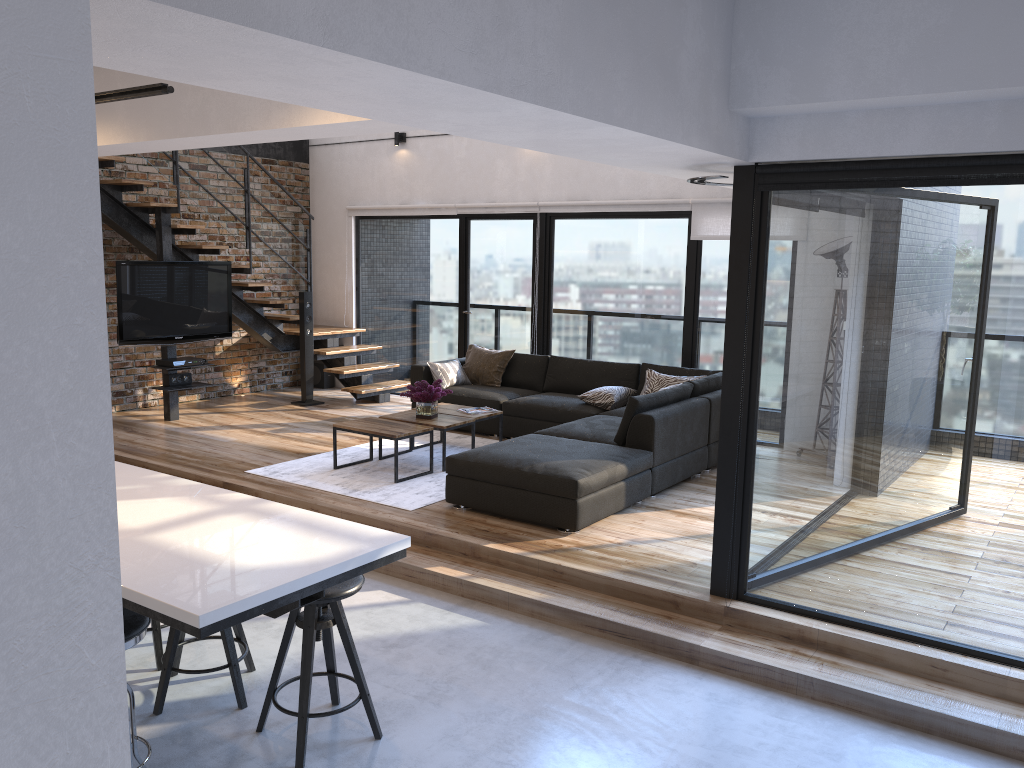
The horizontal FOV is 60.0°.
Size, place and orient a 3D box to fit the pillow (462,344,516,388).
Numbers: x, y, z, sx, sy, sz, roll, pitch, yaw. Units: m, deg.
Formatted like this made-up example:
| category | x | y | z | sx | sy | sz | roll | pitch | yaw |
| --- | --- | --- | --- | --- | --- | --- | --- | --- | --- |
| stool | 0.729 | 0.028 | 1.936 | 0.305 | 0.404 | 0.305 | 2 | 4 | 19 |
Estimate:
| category | x | y | z | sx | sy | sz | roll | pitch | yaw |
| --- | --- | --- | --- | --- | --- | --- | --- | --- | --- |
| pillow | -0.277 | -0.181 | 8.712 | 0.609 | 0.383 | 0.264 | 7 | 11 | 34 |

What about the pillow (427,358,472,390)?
| category | x | y | z | sx | sy | sz | roll | pitch | yaw |
| --- | --- | --- | --- | --- | --- | --- | --- | --- | --- |
| pillow | -0.595 | -0.094 | 8.533 | 0.212 | 0.266 | 0.498 | 7 | 11 | 35 |

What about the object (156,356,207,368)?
| category | x | y | z | sx | sy | sz | roll | pitch | yaw |
| --- | --- | --- | --- | --- | --- | --- | --- | --- | --- |
| object | -3.105 | -0.205 | 8.339 | 0.274 | 0.058 | 0.359 | 7 | 10 | 34 |

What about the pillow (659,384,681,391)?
| category | x | y | z | sx | sy | sz | roll | pitch | yaw |
| --- | --- | --- | --- | --- | --- | --- | --- | --- | --- |
| pillow | 1.208 | 0.146 | 6.991 | 0.273 | 0.310 | 0.546 | 7 | 10 | 34 |

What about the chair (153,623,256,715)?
| category | x | y | z | sx | sy | sz | roll | pitch | yaw |
| --- | --- | --- | --- | --- | --- | --- | --- | --- | --- |
| chair | -1.277 | 0.978 | 3.678 | 0.365 | 0.632 | 0.364 | -1 | 9 | -10 |

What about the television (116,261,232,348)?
| category | x | y | z | sx | sy | sz | roll | pitch | yaw |
| --- | --- | --- | --- | --- | --- | --- | --- | --- | --- |
| television | -3.145 | -0.752 | 8.272 | 0.136 | 0.785 | 1.205 | 7 | 11 | 34 |

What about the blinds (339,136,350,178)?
| category | x | y | z | sx | sy | sz | roll | pitch | yaw |
| --- | --- | --- | --- | --- | --- | --- | --- | --- | --- |
| blinds | -2.221 | -3.722 | 9.089 | 10.201 | 2.983 | 1.991 | 3 | 9 | 13 |

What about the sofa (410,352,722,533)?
| category | x | y | z | sx | sy | sz | roll | pitch | yaw |
| --- | --- | --- | --- | --- | --- | --- | --- | --- | --- |
| sofa | -0.010 | 0.244 | 7.212 | 3.041 | 0.702 | 2.994 | 7 | 10 | 34 |

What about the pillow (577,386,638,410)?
| category | x | y | z | sx | sy | sz | roll | pitch | yaw |
| --- | --- | --- | --- | --- | --- | --- | --- | --- | --- |
| pillow | 0.838 | 0.111 | 7.712 | 0.355 | 0.178 | 0.530 | 6 | 10 | 32 |

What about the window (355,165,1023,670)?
| category | x | y | z | sx | sy | sz | roll | pitch | yaw |
| --- | --- | --- | --- | --- | --- | --- | --- | --- | --- |
| window | -0.838 | -2.071 | 7.473 | 13.385 | 5.580 | 5.655 | 7 | 10 | 34 |

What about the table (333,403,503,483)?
| category | x | y | z | sx | sy | sz | roll | pitch | yaw |
| --- | --- | --- | --- | --- | --- | --- | --- | --- | --- |
| table | -0.697 | 0.438 | 6.989 | 0.696 | 0.351 | 1.296 | 7 | 10 | 34 |

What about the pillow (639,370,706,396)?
| category | x | y | z | sx | sy | sz | roll | pitch | yaw |
| --- | --- | --- | --- | --- | --- | --- | --- | --- | --- |
| pillow | 1.355 | 0.058 | 7.566 | 0.611 | 0.294 | 0.234 | 7 | 11 | 35 |

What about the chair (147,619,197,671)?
| category | x | y | z | sx | sy | sz | roll | pitch | yaw |
| --- | --- | --- | --- | --- | --- | --- | --- | --- | --- |
| chair | -1.677 | 0.917 | 4.048 | 0.366 | 0.632 | 0.366 | 3 | 9 | 9 |

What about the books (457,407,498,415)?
| category | x | y | z | sx | sy | sz | roll | pitch | yaw |
| --- | --- | --- | --- | --- | --- | --- | --- | --- | --- |
| books | -0.283 | 0.218 | 7.289 | 0.295 | 0.013 | 0.228 | -5 | 10 | -34 |

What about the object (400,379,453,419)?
| category | x | y | z | sx | sy | sz | roll | pitch | yaw |
| --- | --- | --- | --- | --- | --- | --- | --- | --- | --- |
| object | -0.663 | 0.095 | 6.940 | 0.341 | 0.343 | 0.374 | 7 | 11 | 36 |

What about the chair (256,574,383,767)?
| category | x | y | z | sx | sy | sz | roll | pitch | yaw |
| --- | --- | --- | --- | --- | --- | --- | --- | --- | --- |
| chair | -0.737 | 1.034 | 3.364 | 0.366 | 0.632 | 0.366 | -6 | 12 | -40 |

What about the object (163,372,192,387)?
| category | x | y | z | sx | sy | sz | roll | pitch | yaw |
| --- | --- | --- | --- | --- | --- | --- | --- | --- | --- |
| object | -3.170 | -0.044 | 8.415 | 0.088 | 0.112 | 0.246 | 7 | 10 | 34 |

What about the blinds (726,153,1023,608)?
| category | x | y | z | sx | sy | sz | roll | pitch | yaw |
| --- | --- | --- | --- | --- | --- | --- | --- | --- | --- |
| blinds | 1.890 | 0.020 | 4.326 | 1.828 | 2.057 | 3.852 | -1 | 9 | -11 |

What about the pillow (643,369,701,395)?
| category | x | y | z | sx | sy | sz | roll | pitch | yaw |
| --- | --- | --- | --- | --- | --- | --- | --- | --- | --- |
| pillow | 1.319 | 0.058 | 7.399 | 0.531 | 0.315 | 0.250 | 8 | 11 | 38 |

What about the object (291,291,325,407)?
| category | x | y | z | sx | sy | sz | roll | pitch | yaw |
| --- | --- | --- | --- | --- | --- | --- | --- | --- | --- |
| object | -2.192 | -0.380 | 9.472 | 0.270 | 1.209 | 0.270 | 9 | 12 | 39 |

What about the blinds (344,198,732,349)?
| category | x | y | z | sx | sy | sz | roll | pitch | yaw |
| --- | --- | --- | --- | --- | --- | --- | --- | --- | --- |
| blinds | 0.258 | -0.789 | 8.926 | 5.364 | 2.049 | 0.095 | 7 | 11 | 34 |

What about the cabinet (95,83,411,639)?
| category | x | y | z | sx | sy | sz | roll | pitch | yaw |
| --- | --- | --- | --- | --- | --- | --- | --- | --- | --- |
| cabinet | -3.791 | -0.225 | 3.846 | 9.107 | 2.879 | 2.470 | 7 | 10 | 34 |

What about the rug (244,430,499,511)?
| category | x | y | z | sx | sy | sz | roll | pitch | yaw |
| --- | --- | --- | --- | --- | --- | --- | --- | --- | --- |
| rug | -0.716 | 0.616 | 6.983 | 1.635 | 0.003 | 2.110 | 7 | 10 | 34 |

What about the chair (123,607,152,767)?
| category | x | y | z | sx | sy | sz | roll | pitch | yaw |
| --- | --- | --- | --- | --- | --- | --- | --- | --- | --- |
| chair | -1.364 | 1.085 | 2.911 | 0.358 | 0.637 | 0.355 | -1 | 9 | -11 |
